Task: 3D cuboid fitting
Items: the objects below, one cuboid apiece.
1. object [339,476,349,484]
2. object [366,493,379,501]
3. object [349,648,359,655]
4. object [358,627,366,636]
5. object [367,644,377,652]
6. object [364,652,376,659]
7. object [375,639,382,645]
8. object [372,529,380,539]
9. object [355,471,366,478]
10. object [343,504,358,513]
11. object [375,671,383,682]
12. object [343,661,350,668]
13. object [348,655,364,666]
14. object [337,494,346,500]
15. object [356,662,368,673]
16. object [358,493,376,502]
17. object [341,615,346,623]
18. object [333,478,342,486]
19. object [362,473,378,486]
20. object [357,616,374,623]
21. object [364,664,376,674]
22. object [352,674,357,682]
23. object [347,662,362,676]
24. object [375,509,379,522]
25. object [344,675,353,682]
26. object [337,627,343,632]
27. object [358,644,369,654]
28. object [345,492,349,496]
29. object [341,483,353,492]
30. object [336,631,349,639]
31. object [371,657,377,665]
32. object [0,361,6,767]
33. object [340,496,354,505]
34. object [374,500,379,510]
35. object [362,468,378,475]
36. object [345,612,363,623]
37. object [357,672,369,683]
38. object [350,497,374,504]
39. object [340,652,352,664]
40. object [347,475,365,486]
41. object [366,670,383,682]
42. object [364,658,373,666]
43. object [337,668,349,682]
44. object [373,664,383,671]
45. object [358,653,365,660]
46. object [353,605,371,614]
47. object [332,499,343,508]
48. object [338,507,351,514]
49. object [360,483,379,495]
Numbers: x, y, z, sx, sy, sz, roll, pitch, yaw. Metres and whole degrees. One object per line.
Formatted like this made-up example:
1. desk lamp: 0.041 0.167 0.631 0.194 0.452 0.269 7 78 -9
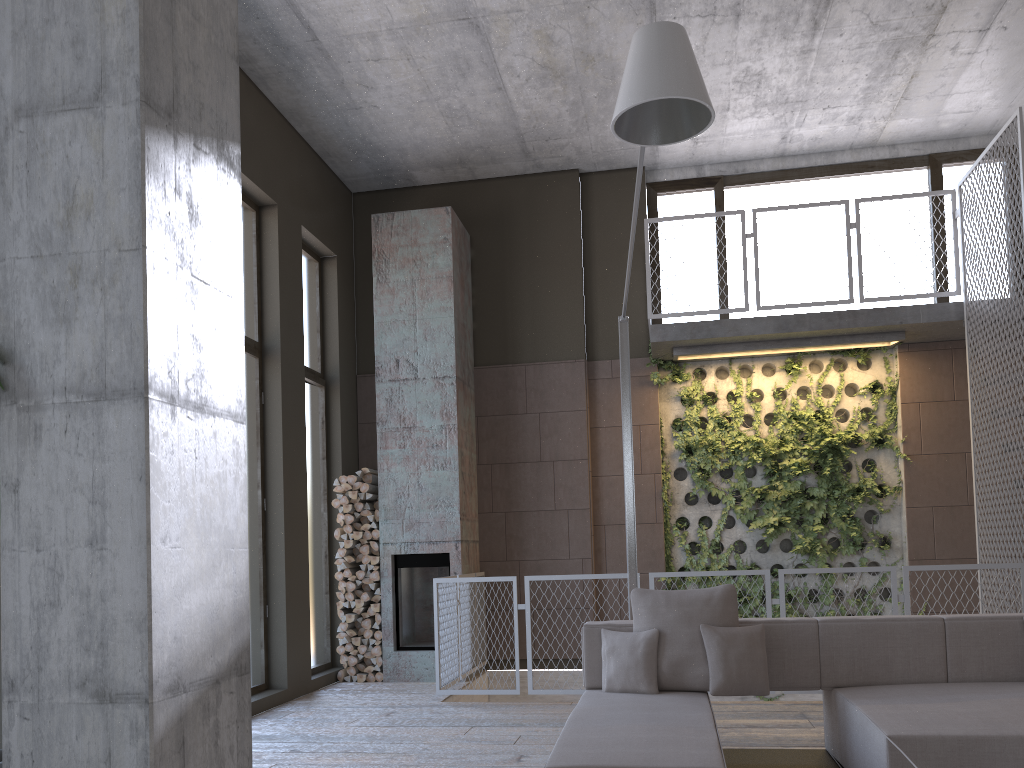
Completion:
1. object: -1.600 0.973 8.717 0.091 0.089 0.462 -3 -11 8
2. object: -1.338 1.115 8.647 0.066 0.066 0.429 -3 -11 9
3. object: -1.500 2.620 8.618 0.089 0.056 0.337 -3 -11 9
4. object: -1.413 2.435 8.681 0.101 0.085 0.368 -3 -10 10
5. object: -1.328 2.578 8.639 0.067 0.070 0.429 -3 -11 9
6. object: -1.335 2.639 8.610 0.122 0.067 0.369 -3 -11 11
7. object: -1.266 2.496 8.509 0.063 0.047 0.254 -3 -11 9
8. object: -1.275 1.487 8.669 0.092 0.091 0.444 -3 -11 9
9. object: -1.463 0.910 8.688 0.065 0.072 0.365 -3 -11 8
10. object: -1.545 1.239 8.668 0.093 0.082 0.487 -3 -11 9
11. object: -1.232 2.846 8.614 0.092 0.091 0.444 -3 -11 9
12. object: -1.589 2.726 8.559 0.045 0.071 0.255 -3 -10 9
13. object: -1.508 2.689 8.586 0.098 0.105 0.298 -3 -10 11
14. object: -1.639 1.128 8.704 0.066 0.085 0.432 -3 -11 7
15. object: -1.434 2.787 8.672 0.101 0.085 0.368 -3 -10 9
16. object: -1.418 1.121 8.661 0.067 0.065 0.429 -3 -11 9
17. object: -1.583 2.303 8.640 0.067 0.066 0.429 -3 -11 9
18. object: -1.666 0.986 8.698 0.067 0.068 0.429 -3 -11 9
19. object: -1.390 0.956 8.731 0.099 0.106 0.298 -3 -10 10
20. object: -1.436 2.309 8.644 0.064 0.073 0.364 -3 -11 11
21. object: -1.335 2.791 8.643 0.115 0.078 0.442 -3 -11 9
22. object: -1.476 2.878 8.643 0.067 0.066 0.429 -3 -11 9
23. object: -1.514 2.803 8.659 0.092 0.092 0.444 -3 -11 9
24. object: -1.273 1.305 8.665 0.064 0.124 0.369 -2 -10 8
25. object: -1.556 2.881 8.658 0.067 0.066 0.429 -3 -11 9
26. object: -1.624 2.405 8.698 0.067 0.070 0.429 -3 -11 11
27. object: -1.402 2.587 8.622 0.091 0.088 0.462 -3 -11 8
28. object: -1.567 1.111 8.777 0.071 0.070 0.429 -3 -11 9
29. object: -1.561 1.036 8.667 0.113 0.078 0.442 -3 -11 9
30. object: -1.617 2.467 8.667 0.122 0.067 0.369 -3 -11 9
31. object: -1.296 2.704 8.613 0.067 0.083 0.432 -3 -11 7
32. object: -1.618 0.430 2.407 1.000 1.843 0.978 0 -5 -24
33. object: -1.581 1.163 8.671 0.091 0.088 0.462 -3 -11 9
34. object: -1.281 1.216 8.742 0.100 0.101 0.297 -3 -10 11
35. object: -1.399 0.874 8.704 0.087 0.055 0.337 -3 -11 9
36. object: -1.509 2.288 8.625 0.093 0.082 0.487 -3 -11 9
37. object: -1.402 2.863 8.629 0.093 0.082 0.487 -3 -11 9
38. object: -1.477 1.167 8.683 0.115 0.078 0.442 -3 -11 9
39. object: -1.594 2.694 8.647 0.101 0.101 0.297 -3 -10 11
40. object: -1.525 0.958 8.618 0.104 0.101 0.296 -3 -10 9
41. object: -1.317 2.860 8.633 0.091 0.088 0.462 -3 -11 9
42. object: -1.372 2.732 8.698 0.104 0.101 0.296 -3 -10 9
43. object: -1.627 2.851 8.634 0.064 0.123 0.369 -2 -10 8
44. object: -1.263 2.758 8.613 0.071 0.071 0.429 -3 -11 9
45. object: -1.434 2.660 8.632 0.064 0.073 0.365 -3 -11 8
46. object: -1.442 2.216 8.640 0.115 0.078 0.442 -3 -11 9
47. object: -1.665 1.194 8.689 0.091 0.091 0.444 -3 -11 9
48. object: -1.618 1.254 8.683 0.067 0.066 0.429 -3 -11 9
49. object: -1.382 1.039 8.651 0.093 0.091 0.444 -3 -11 9
